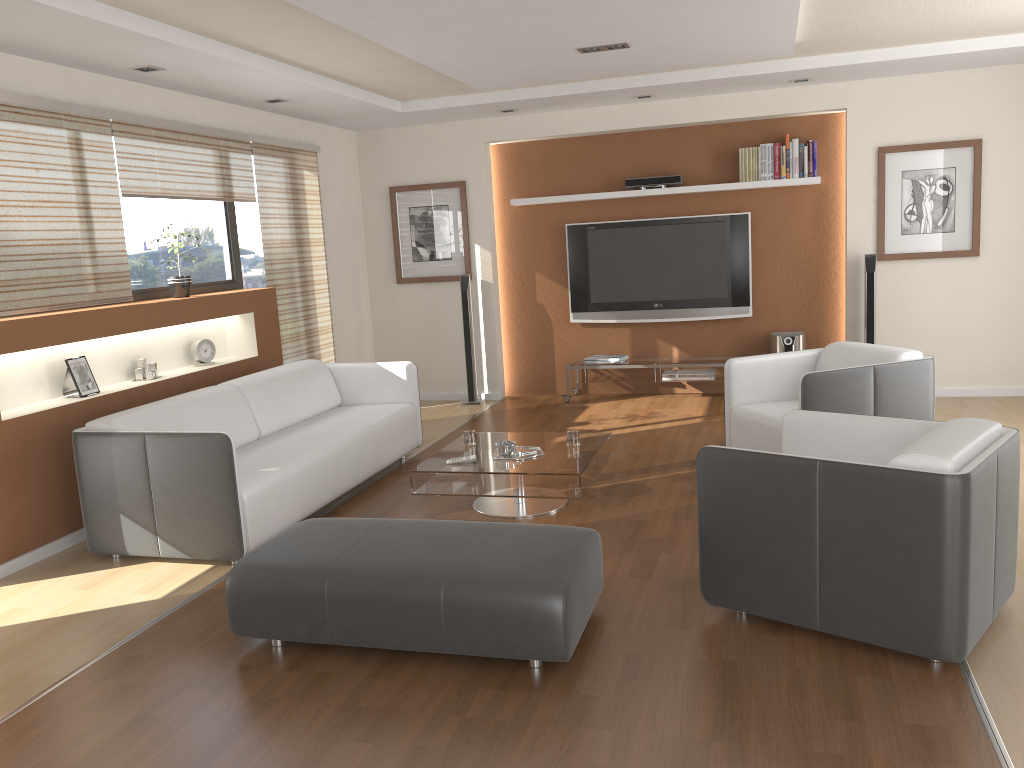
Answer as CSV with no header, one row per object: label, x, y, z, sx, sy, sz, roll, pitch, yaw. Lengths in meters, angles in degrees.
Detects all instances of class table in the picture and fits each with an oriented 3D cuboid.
table,0.036,0.514,4.897,0.900,0.300,0.900,-1,10,16

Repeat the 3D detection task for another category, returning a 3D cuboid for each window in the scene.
window,-2.534,-1.010,5.254,0.010,0.986,2.817,-1,10,16
window,-1.960,-0.771,7.189,0.010,2.162,0.889,-1,10,16

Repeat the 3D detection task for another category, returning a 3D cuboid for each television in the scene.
television,1.278,-0.997,7.788,1.594,0.900,0.097,-1,10,16

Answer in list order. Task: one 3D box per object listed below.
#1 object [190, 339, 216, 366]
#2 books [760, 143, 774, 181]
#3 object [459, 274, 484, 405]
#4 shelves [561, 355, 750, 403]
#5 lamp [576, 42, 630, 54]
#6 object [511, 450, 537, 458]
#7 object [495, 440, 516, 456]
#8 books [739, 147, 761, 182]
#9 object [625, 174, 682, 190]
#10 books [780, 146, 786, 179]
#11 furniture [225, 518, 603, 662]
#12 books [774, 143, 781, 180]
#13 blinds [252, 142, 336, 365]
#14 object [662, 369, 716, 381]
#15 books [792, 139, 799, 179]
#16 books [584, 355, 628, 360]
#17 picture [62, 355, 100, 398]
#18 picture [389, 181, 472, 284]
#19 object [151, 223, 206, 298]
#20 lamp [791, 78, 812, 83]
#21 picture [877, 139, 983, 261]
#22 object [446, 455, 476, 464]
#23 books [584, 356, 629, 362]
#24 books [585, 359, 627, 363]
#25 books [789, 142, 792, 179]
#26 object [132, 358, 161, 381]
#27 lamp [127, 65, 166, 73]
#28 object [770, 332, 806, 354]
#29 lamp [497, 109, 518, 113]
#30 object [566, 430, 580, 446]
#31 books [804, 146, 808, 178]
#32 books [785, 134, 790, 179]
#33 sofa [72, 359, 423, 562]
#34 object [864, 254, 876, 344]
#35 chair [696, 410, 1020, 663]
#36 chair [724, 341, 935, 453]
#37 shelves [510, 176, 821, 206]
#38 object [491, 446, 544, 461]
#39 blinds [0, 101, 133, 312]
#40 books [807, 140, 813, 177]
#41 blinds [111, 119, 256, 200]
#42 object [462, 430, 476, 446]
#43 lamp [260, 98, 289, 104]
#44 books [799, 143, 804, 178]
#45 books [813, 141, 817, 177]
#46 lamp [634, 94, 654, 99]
object,-2.093,-0.217,6.012,0.096,0.176,0.160,2,11,31
books,2.113,-1.833,7.349,0.104,0.295,0.146,-1,10,16
object,-0.383,-0.401,7.996,0.228,1.165,0.215,-2,9,12
shelves,1.252,-0.043,7.764,1.617,0.340,0.444,-1,10,16
lamp,0.529,-1.990,5.141,0.291,0.087,0.146,-1,10,16
object,0.069,0.366,4.735,0.147,0.035,0.051,-9,11,-31
object,-0.035,0.343,4.780,0.118,0.079,0.117,1,10,23
books,1.982,-1.821,7.387,0.167,0.275,0.195,-1,10,16
object,1.219,-1.728,7.619,0.470,0.109,0.182,-1,10,16
books,2.233,-1.818,7.304,0.041,0.266,0.186,-1,10,16
furniture,-0.345,0.732,3.370,1.291,0.301,0.685,-1,10,16
books,2.189,-1.832,7.323,0.053,0.293,0.169,-1,10,16
blinds,-1.699,-0.781,7.109,0.001,2.200,0.980,-1,10,16
object,1.530,-0.080,7.649,0.435,0.052,0.274,-1,10,16
books,2.324,-1.843,7.277,0.050,0.313,0.179,-1,10,16
books,0.835,-0.237,7.840,0.326,0.017,0.228,1,10,28
picture,-2.394,-0.041,4.908,0.133,0.216,0.159,-2,9,11
picture,-0.744,-1.372,8.085,0.734,0.884,0.025,-1,10,16
object,-2.129,-0.799,5.739,0.342,0.477,0.268,-2,9,6
lamp,2.198,-2.349,6.742,0.146,0.087,0.146,-1,10,16
picture,3.244,-1.421,6.906,0.734,0.884,0.025,-1,10,16
object,-0.268,0.400,4.684,0.158,0.029,0.064,-4,9,-2
books,0.836,-0.225,7.842,0.326,0.017,0.228,3,11,33
books,0.837,-0.212,7.844,0.326,0.017,0.228,0,10,20
books,2.292,-1.834,7.294,0.022,0.293,0.167,-1,10,16
object,-2.255,-0.096,5.465,0.141,0.131,0.141,-4,9,-5
lamp,-2.052,-1.806,4.966,0.146,0.087,0.146,-1,10,16
object,2.327,-0.162,7.474,0.286,0.518,0.323,-1,10,16
lamp,-0.035,-2.321,7.402,0.146,0.087,0.146,-1,10,16
object,0.340,0.300,4.926,0.079,0.077,0.079,-3,9,5
books,2.404,-1.813,7.264,0.028,0.248,0.169,-1,10,16
books,2.265,-1.865,7.295,0.028,0.358,0.169,-1,10,16
sofa,-1.384,0.317,5.228,0.919,0.661,2.238,-1,10,16
object,2.844,-0.441,7.043,0.228,1.165,0.215,0,10,21
chair,1.282,0.472,3.280,0.919,0.661,0.767,5,12,41
chair,1.846,0.152,5.188,0.919,0.706,0.767,-6,10,-18
shelves,1.267,-1.651,7.623,2.612,0.050,0.200,-1,10,16
object,0.029,0.374,4.792,0.315,0.011,0.273,1,10,23
blinds,-2.474,-0.897,4.490,0.001,1.044,1.432,-1,10,16
books,2.435,-1.835,7.250,0.041,0.293,0.169,-1,10,16
blinds,-2.092,-1.439,5.807,0.001,0.441,1.432,-1,10,16
object,-0.245,0.308,5.092,0.079,0.077,0.079,-3,9,5
lamp,-1.677,-2.035,6.243,0.146,0.087,0.146,-1,10,16
books,2.371,-1.828,7.277,0.041,0.278,0.157,-1,10,16
books,2.470,-1.832,7.241,0.029,0.286,0.169,-1,10,16
lamp,1.053,-2.335,7.080,0.146,0.087,0.146,-1,10,16
